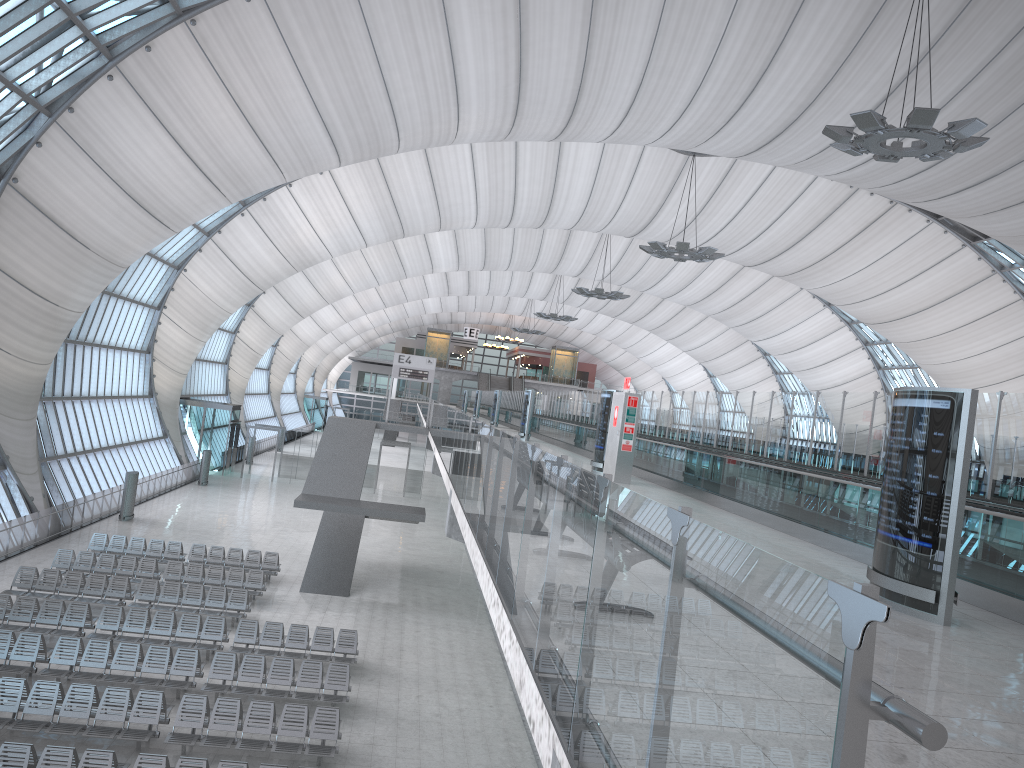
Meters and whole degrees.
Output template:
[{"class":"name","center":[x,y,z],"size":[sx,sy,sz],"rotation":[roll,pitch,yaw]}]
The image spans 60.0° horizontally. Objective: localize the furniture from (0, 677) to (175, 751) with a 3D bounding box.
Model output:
[{"class":"furniture","center":[-6.977,5.304,14.288],"size":[2.705,0.913,1.572],"rotation":[8,-1,-6]}]

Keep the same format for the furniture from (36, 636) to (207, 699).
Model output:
[{"class":"furniture","center":[-7.246,5.322,16.674],"size":[2.705,0.913,1.572],"rotation":[8,-1,-6]}]

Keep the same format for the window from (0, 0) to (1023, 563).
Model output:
[{"class":"window","center":[3.294,-1.418,78.460],"size":[50.537,20.004,167.818],"rotation":[8,-1,-6]}]

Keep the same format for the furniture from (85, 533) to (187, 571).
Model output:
[{"class":"furniture","center":[-11.174,5.020,26.360],"size":[2.705,0.913,1.572],"rotation":[8,-1,-6]}]

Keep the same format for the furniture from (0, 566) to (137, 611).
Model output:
[{"class":"furniture","center":[-10.616,4.984,21.402],"size":[2.705,0.913,1.572],"rotation":[8,-1,-6]}]

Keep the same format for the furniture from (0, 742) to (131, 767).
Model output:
[{"class":"furniture","center":[-6.709,5.286,11.902],"size":[2.705,0.913,1.572],"rotation":[8,-1,-6]}]

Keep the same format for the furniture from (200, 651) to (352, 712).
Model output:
[{"class":"furniture","center":[-4.443,5.697,16.986],"size":[2.705,0.913,1.572],"rotation":[8,-1,-6]}]

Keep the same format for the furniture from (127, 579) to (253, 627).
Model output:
[{"class":"furniture","center":[-7.813,5.359,21.714],"size":[2.705,0.913,1.572],"rotation":[8,-1,-6]}]

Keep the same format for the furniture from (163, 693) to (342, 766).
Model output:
[{"class":"furniture","center":[-4.174,5.679,14.600],"size":[2.705,0.913,1.572],"rotation":[8,-1,-6]}]

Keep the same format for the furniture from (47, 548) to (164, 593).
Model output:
[{"class":"furniture","center":[-10.879,5.001,23.736],"size":[2.705,0.913,1.572],"rotation":[8,-1,-6]}]

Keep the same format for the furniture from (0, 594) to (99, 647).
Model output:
[{"class":"furniture","center":[-10.317,4.964,18.748],"size":[2.705,0.913,1.572],"rotation":[8,-1,-6]}]

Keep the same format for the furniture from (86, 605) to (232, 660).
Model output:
[{"class":"furniture","center":[-7.514,5.339,19.060],"size":[2.705,0.913,1.572],"rotation":[8,-1,-6]}]

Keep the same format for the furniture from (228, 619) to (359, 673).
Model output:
[{"class":"furniture","center":[-4.711,5.715,19.373],"size":[2.705,0.913,1.572],"rotation":[8,-1,-6]}]

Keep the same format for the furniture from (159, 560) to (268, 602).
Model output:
[{"class":"furniture","center":[-8.075,5.377,24.048],"size":[2.705,0.913,1.572],"rotation":[8,-1,-6]}]

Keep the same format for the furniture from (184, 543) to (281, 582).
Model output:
[{"class":"furniture","center":[-8.370,5.396,26.673],"size":[2.705,0.913,1.572],"rotation":[8,-1,-6]}]

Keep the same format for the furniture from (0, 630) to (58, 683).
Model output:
[{"class":"furniture","center":[-10.049,4.946,16.361],"size":[2.705,0.913,1.572],"rotation":[8,-1,-6]}]

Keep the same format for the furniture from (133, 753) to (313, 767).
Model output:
[{"class":"furniture","center":[-3.906,5.662,12.214],"size":[2.705,0.913,1.572],"rotation":[8,-1,-6]}]
